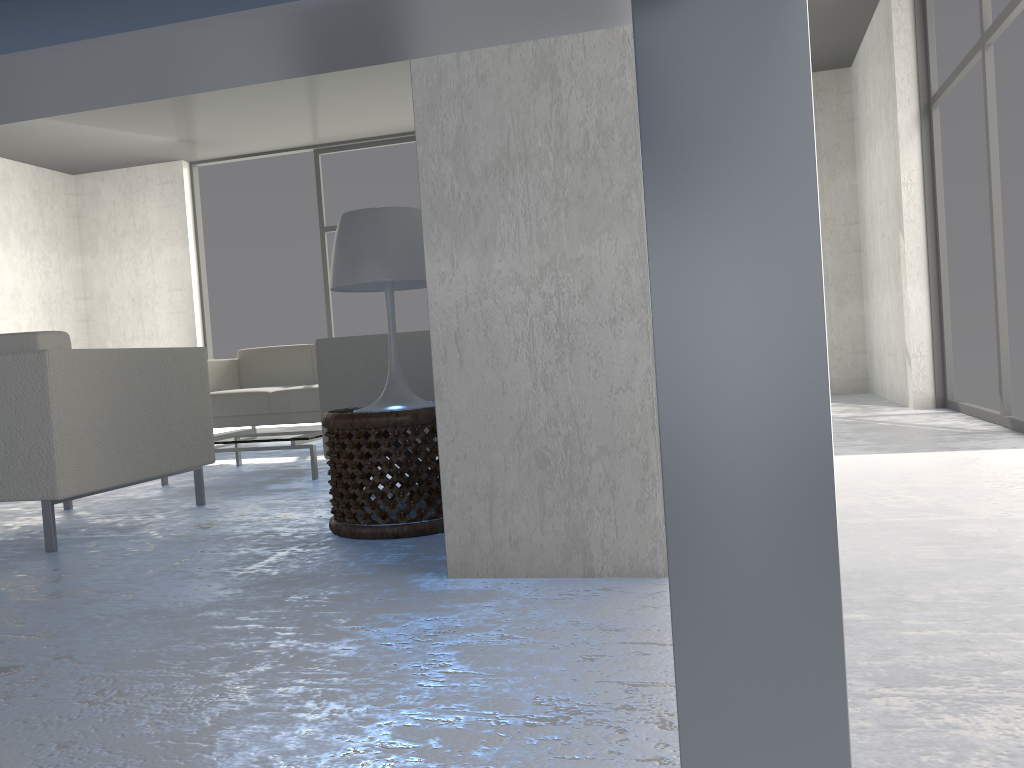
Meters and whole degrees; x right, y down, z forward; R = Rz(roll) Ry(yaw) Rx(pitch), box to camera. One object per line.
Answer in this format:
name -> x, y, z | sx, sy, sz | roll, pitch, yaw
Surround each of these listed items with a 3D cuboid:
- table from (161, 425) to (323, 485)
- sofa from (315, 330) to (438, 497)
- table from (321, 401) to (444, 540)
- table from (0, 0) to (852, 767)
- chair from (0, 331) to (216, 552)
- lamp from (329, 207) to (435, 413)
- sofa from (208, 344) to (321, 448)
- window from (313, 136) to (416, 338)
table -> -1.156, 0.330, 4.278 | 0.773, 0.190, 0.730 | -4, 2, 14
sofa -> -0.092, 0.028, 4.039 | 0.821, 0.658, 1.881 | -4, 2, 14
table -> -0.330, 0.245, 2.655 | 0.452, 0.358, 0.452 | -4, 2, -11
table -> -0.942, 0.104, 0.310 | 2.095, 0.835, 1.180 | -4, 2, 14
chair -> -1.582, 0.164, 3.053 | 0.748, 0.662, 0.821 | -4, 2, 14
lamp -> -0.361, -0.214, 2.642 | 0.347, 0.582, 0.347 | -5, 2, -17
sofa -> -1.132, 0.042, 5.813 | 1.881, 0.658, 0.821 | -4, 2, 14
window -> 0.253, -1.028, 7.646 | 4.080, 2.477, 0.037 | -4, 2, 14
